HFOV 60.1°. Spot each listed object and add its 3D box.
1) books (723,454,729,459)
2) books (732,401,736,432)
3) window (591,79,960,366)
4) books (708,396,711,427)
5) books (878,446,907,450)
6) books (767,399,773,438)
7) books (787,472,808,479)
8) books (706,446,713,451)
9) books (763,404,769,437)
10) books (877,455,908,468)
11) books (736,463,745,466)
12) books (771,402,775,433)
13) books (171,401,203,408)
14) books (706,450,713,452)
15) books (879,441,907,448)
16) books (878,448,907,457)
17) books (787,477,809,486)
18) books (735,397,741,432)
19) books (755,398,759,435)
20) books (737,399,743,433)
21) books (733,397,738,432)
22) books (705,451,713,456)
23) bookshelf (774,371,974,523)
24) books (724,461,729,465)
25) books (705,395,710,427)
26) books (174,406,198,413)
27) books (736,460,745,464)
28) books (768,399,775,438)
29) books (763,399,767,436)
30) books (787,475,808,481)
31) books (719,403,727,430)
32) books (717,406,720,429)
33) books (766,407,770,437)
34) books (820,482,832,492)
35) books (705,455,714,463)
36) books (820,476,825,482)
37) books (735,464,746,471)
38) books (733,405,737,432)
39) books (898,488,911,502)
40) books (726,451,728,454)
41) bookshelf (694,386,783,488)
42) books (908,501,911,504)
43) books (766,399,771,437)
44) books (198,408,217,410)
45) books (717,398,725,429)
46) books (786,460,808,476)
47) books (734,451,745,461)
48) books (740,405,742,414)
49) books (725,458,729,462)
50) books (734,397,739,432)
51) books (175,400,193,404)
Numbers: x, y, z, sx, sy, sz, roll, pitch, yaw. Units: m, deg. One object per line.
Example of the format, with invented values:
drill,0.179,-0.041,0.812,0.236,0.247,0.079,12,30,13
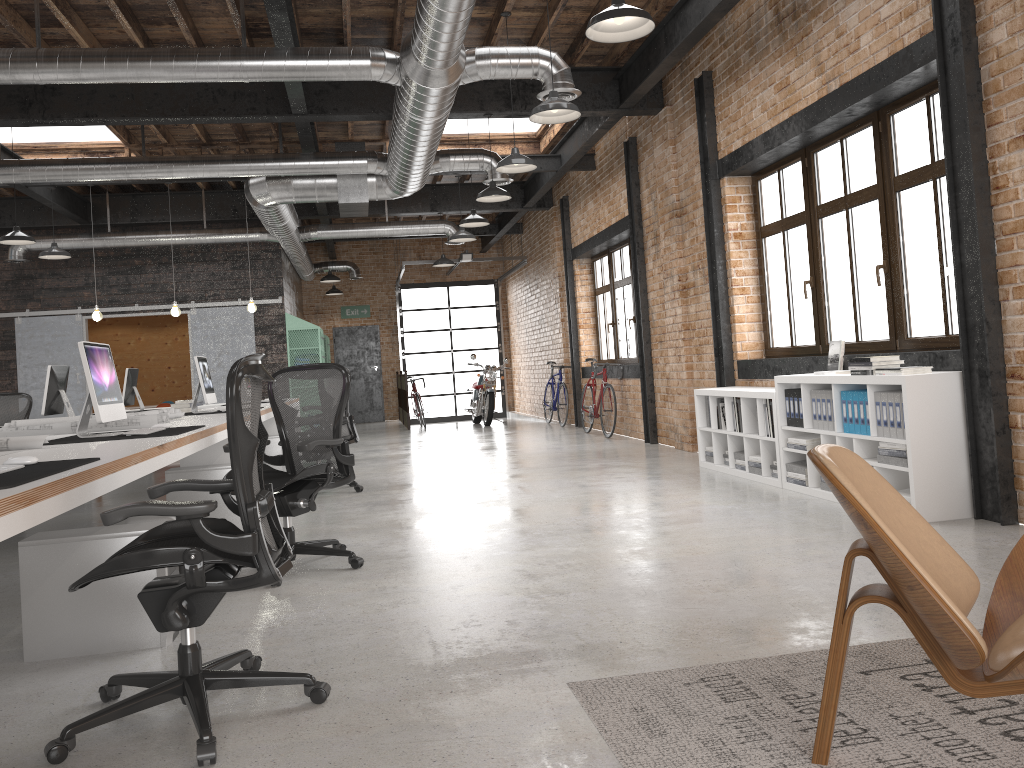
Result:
books,1.917,0.591,7.379,0.222,0.055,0.282,-4,1,-9
books,1.888,0.267,7.201,0.182,0.262,0.056,-4,-2,-5
window,1.979,-1.068,9.255,0.147,1.693,8.625,-4,1,-10
books,1.846,0.224,7.731,0.249,0.333,0.060,-4,-2,-5
books,2.244,0.345,5.006,0.219,0.039,0.260,-4,1,-10
books,2.021,0.226,6.519,0.259,0.353,0.070,-4,-2,-5
books,2.067,0.614,6.137,0.214,0.046,0.251,-4,1,-10
books,1.825,0.545,7.662,0.214,0.052,0.252,-4,1,-10
books,1.976,0.273,6.583,0.182,0.262,0.056,-4,-2,-5
books,2.250,0.422,5.019,0.217,0.072,0.289,-4,1,-10
books,1.935,0.624,7.052,0.219,0.034,0.259,-4,1,-10
books,2.014,0.263,6.454,0.222,0.283,0.061,-4,-2,-5
books,-3.018,0.194,8.226,0.193,0.044,0.257,-4,1,8
books,1.826,0.563,7.665,0.219,0.039,0.260,-4,1,-10
books,2.243,0.327,5.003,0.214,0.052,0.252,-4,1,-10
books,2.241,0.372,5.012,0.207,0.067,0.275,-4,1,-10
books,2.065,0.658,6.148,0.207,0.061,0.274,-4,1,-10
books,1.937,0.219,7.107,0.272,0.355,0.062,-4,-2,-5
books,1.997,0.224,6.742,0.259,0.351,0.065,-4,-2,-5
books,1.925,0.257,7.072,0.222,0.283,0.061,-4,-2,-5
books,1.927,0.219,7.160,0.258,0.355,0.049,-4,-2,-5
books,1.824,0.590,7.672,0.207,0.067,0.275,-4,1,-10
bookshelf,2.224,0.335,5.582,0.400,0.801,1.542,-4,0,-10
books,1.905,0.650,7.376,0.184,0.050,0.261,-4,1,-9
books,1.843,0.214,7.794,0.259,0.351,0.065,-4,-2,-5
books,-3.034,0.243,8.206,0.200,0.050,0.271,-4,1,-12
books,1.934,0.605,7.048,0.214,0.046,0.251,-4,1,-10
books,2.025,0.225,6.489,0.272,0.355,0.062,-4,-2,-5
books,2.013,0.248,6.627,0.259,0.305,0.040,-4,-2,-5
books,2.068,0.632,6.141,0.219,0.034,0.259,-4,1,-10
books,1.863,0.275,7.470,0.197,0.240,0.058,-4,-2,-5
books,1.871,0.215,7.541,0.272,0.355,0.062,-4,-2,-5
books,1.974,0.285,6.552,0.162,0.240,0.054,-4,-2,-5
books,2.163,0.656,5.725,0.217,0.072,0.289,-4,1,-10
books,1.832,0.640,7.679,0.217,0.072,0.289,-4,1,-10
books,2.155,0.605,5.718,0.207,0.067,0.275,-4,1,-10
books,1.932,0.650,7.058,0.207,0.061,0.274,-4,1,-10
books,1.886,0.279,7.170,0.162,0.240,0.054,-4,-2,-5
books,2.282,0.622,4.995,0.214,0.046,0.251,-4,1,-10
books,1.915,0.559,7.356,0.199,0.055,0.239,-4,1,-9
bookshelf,1.960,0.381,7.110,0.400,0.685,1.542,-4,1,-10
books,2.283,0.640,4.999,0.219,0.034,0.259,-4,1,-10
books,2.015,0.225,6.542,0.258,0.355,0.049,-4,-2,-5
books,-3.148,0.252,8.961,0.243,0.019,0.205,-3,1,28
books,1.859,0.253,7.505,0.222,0.283,0.061,-4,-2,-5
books,2.065,0.578,6.158,0.217,0.078,0.290,-4,1,-10
books,1.932,0.569,7.068,0.217,0.078,0.290,-4,1,-10
books,1.929,0.279,7.036,0.197,0.240,0.058,-4,-2,-5
books,1.897,0.621,7.362,0.164,0.047,0.239,-4,1,-9
books,1.933,0.220,7.137,0.259,0.353,0.070,-4,-2,-5
books,-3.035,0.164,8.225,0.153,0.030,0.185,-4,1,-12
